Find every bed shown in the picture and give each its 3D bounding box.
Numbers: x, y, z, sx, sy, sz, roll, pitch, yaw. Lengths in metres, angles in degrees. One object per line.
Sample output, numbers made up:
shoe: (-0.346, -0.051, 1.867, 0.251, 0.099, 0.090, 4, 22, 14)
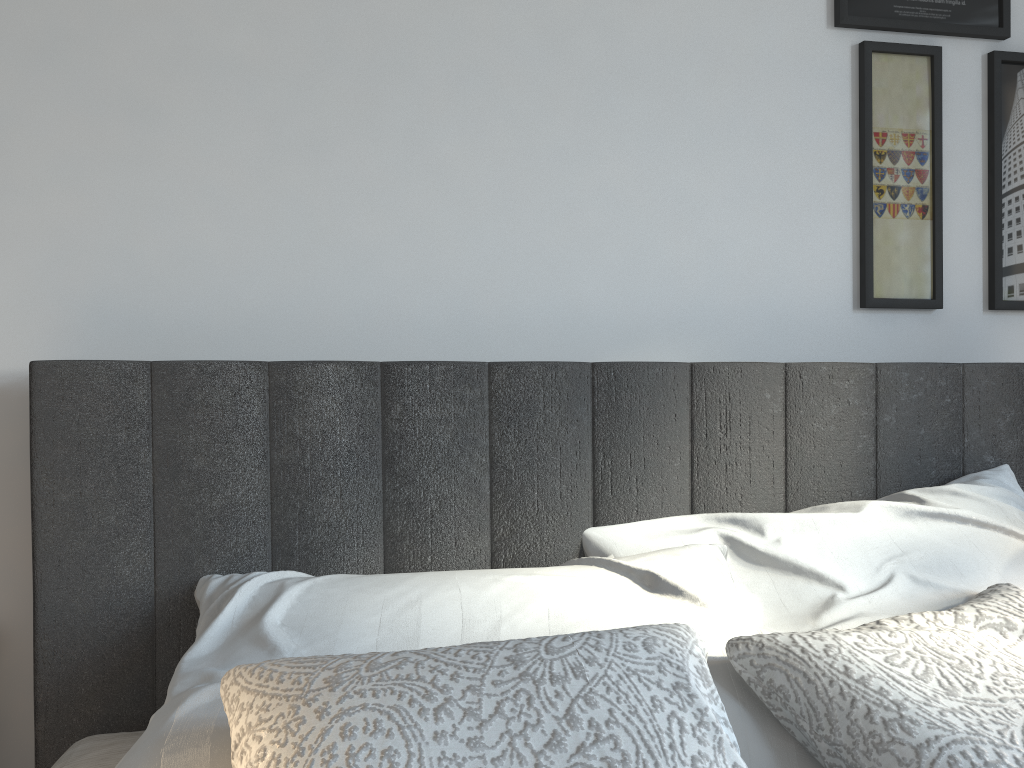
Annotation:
bed: (0.319, 0.477, 0.470, 1.888, 1.046, 2.176, 0, 0, -11)

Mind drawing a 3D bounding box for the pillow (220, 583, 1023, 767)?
pillow: (0.270, 0.370, 0.897, 1.146, 0.225, 0.415, 0, 0, -18)

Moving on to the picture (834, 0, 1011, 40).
picture: (0.795, -0.794, 1.702, 0.365, 0.232, 0.020, 0, 1, -11)

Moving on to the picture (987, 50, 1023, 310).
picture: (1.020, -0.401, 1.748, 0.165, 0.504, 0.020, 0, 1, -11)

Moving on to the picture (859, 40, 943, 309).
picture: (0.747, -0.399, 1.697, 0.165, 0.504, 0.020, 0, 1, -11)
